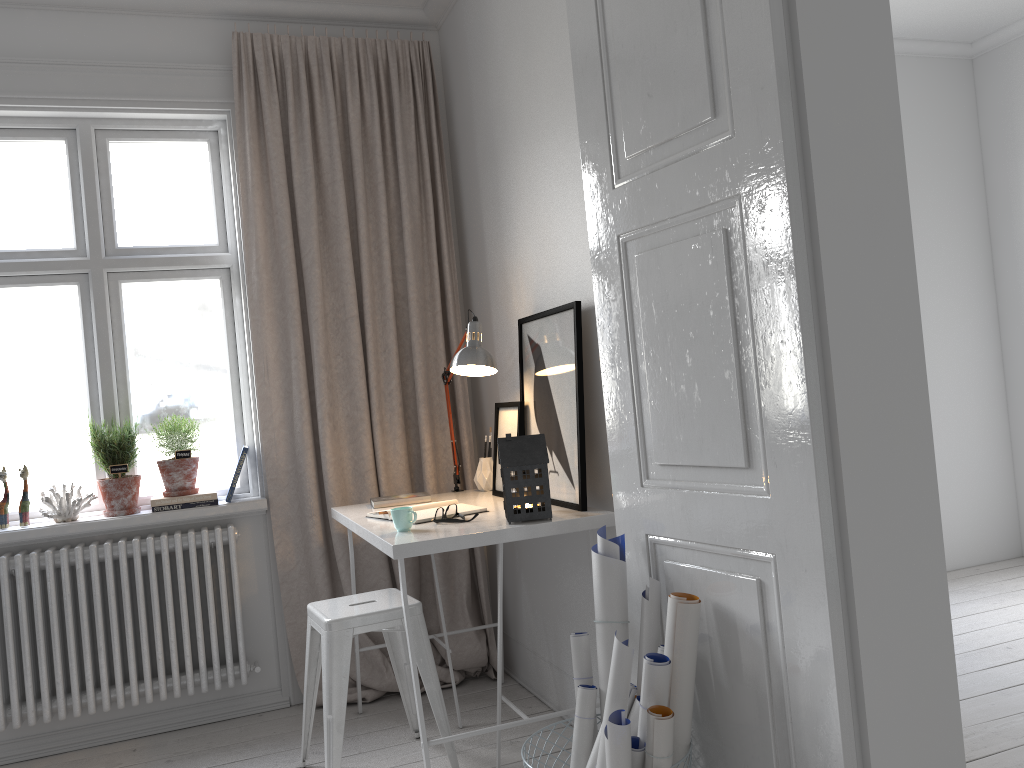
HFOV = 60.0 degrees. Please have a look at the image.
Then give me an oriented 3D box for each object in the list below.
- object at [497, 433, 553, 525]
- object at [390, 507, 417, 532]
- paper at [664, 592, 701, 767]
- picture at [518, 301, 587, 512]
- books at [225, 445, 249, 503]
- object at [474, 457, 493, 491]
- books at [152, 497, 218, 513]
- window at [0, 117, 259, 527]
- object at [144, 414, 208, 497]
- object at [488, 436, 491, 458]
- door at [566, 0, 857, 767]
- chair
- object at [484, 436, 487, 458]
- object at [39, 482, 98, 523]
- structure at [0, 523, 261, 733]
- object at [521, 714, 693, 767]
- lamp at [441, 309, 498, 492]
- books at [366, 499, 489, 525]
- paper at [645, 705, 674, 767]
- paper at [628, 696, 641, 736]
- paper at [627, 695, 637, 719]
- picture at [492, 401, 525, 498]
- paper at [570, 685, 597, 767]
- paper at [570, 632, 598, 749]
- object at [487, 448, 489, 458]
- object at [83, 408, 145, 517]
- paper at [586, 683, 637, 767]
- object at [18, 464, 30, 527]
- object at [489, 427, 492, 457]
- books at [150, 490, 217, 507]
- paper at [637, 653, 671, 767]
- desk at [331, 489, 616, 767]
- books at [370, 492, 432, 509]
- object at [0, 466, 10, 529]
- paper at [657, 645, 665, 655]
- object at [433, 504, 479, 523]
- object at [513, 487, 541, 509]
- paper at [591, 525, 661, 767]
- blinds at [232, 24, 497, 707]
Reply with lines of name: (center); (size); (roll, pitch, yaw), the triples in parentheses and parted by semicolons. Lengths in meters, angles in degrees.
object: (0.036, 0.261, 2.516); (0.135, 0.248, 0.135); (-5, -1, -4)
object: (-0.309, 0.386, 2.518); (0.064, 0.065, 0.082); (-5, -1, -21)
paper: (0.349, 0.792, 1.920); (0.181, 0.669, 0.073); (-5, -1, 2)
picture: (0.120, 0.074, 2.820); (0.062, 0.614, 0.493); (-5, -1, -20)
books: (-1.074, 0.348, 3.467); (0.101, 0.211, 0.175); (-5, -1, -16)
object: (-0.095, 0.345, 3.401); (0.101, 0.126, 0.101); (-5, -1, -20)
books: (-1.251, 0.461, 3.402); (0.245, 0.022, 0.156); (-5, -1, -16)
window: (-1.587, -0.257, 3.433); (1.047, 1.537, 0.079); (-5, -1, -20)
object: (-1.271, 0.267, 3.395); (0.220, 0.318, 0.210); (-6, -1, 18)
object: (-0.087, 0.301, 3.392); (0.008, 0.207, 0.054); (-5, -1, -37)
door: (0.393, -0.067, 1.954); (0.034, 2.326, 0.677); (-5, -1, -29)
chair: (-0.441, 0.946, 2.768); (0.409, 0.527, 0.407); (-5, -1, -25)
object: (-0.104, 0.304, 3.415); (0.008, 0.207, 0.054); (-6, -1, 35)
object: (-1.635, 0.436, 3.250); (0.212, 0.149, 0.186); (-5, -1, -11)
structure: (-1.442, 0.872, 3.288); (0.935, 0.600, 0.215); (-5, -1, -20)
object: (0.222, 0.965, 1.945); (0.374, 0.351, 0.374); (-5, -1, -18)
lamp: (-0.200, 0.115, 3.233); (0.164, 0.745, 0.568); (-5, -1, -24)
books: (-0.291, 0.405, 2.839); (0.291, 0.029, 0.358); (-5, -1, -34)
paper: (0.299, 0.897, 1.831); (0.123, 0.464, 0.057); (-6, -1, 42)
paper: (0.219, 0.910, 1.971); (0.253, 0.432, 0.054); (-6, -1, 16)
paper: (0.194, 0.883, 1.991); (0.239, 0.358, 0.047); (-5, -1, -6)
picture: (-0.015, 0.231, 3.110); (0.062, 0.333, 0.261); (-5, -1, -20)
paper: (0.158, 0.883, 2.045); (0.129, 0.361, 0.047); (-5, -1, -31)
paper: (0.184, 0.870, 2.084); (0.046, 0.547, 0.166); (-5, -1, 4)
object: (-0.092, 0.303, 3.415); (0.054, 0.207, 0.008); (-5, -1, -33)
object: (-1.484, 0.286, 3.320); (0.183, 0.410, 0.199); (-6, -1, 31)
paper: (0.179, 0.866, 1.945); (0.244, 0.403, 0.049); (-5, -1, -17)
object: (-1.763, 0.402, 3.213); (0.045, 0.224, 0.052); (-6, -1, 21)
object: (-0.083, 0.285, 3.404); (0.028, 0.239, 0.023); (-5, -1, -23)
books: (-1.257, 0.437, 3.395); (0.246, 0.025, 0.157); (-5, -1, -17)
paper: (0.287, 0.851, 1.887); (0.153, 0.553, 0.060); (-6, -1, 25)
desk: (-0.153, 0.797, 2.890); (0.641, 0.776, 1.162); (-5, -1, -20)
books: (-0.407, 0.423, 3.235); (0.207, 0.024, 0.149); (-5, -1, -13)
object: (-1.843, 0.409, 3.206); (0.045, 0.224, 0.052); (-5, -1, -44)
paper: (0.301, 0.862, 1.969); (0.200, 0.542, 0.047); (-5, -1, -16)
object: (-0.179, 0.384, 2.619); (0.114, 0.047, 0.133); (-5, -1, -32)
object: (0.045, 0.349, 2.639); (0.078, 0.073, 0.065); (-5, -1, -24)
paper: (0.229, 0.740, 1.957); (0.181, 0.794, 0.431); (-6, -1, 23)
blinds: (-0.579, -0.113, 3.500); (0.831, 2.680, 0.225); (-5, -1, -20)
